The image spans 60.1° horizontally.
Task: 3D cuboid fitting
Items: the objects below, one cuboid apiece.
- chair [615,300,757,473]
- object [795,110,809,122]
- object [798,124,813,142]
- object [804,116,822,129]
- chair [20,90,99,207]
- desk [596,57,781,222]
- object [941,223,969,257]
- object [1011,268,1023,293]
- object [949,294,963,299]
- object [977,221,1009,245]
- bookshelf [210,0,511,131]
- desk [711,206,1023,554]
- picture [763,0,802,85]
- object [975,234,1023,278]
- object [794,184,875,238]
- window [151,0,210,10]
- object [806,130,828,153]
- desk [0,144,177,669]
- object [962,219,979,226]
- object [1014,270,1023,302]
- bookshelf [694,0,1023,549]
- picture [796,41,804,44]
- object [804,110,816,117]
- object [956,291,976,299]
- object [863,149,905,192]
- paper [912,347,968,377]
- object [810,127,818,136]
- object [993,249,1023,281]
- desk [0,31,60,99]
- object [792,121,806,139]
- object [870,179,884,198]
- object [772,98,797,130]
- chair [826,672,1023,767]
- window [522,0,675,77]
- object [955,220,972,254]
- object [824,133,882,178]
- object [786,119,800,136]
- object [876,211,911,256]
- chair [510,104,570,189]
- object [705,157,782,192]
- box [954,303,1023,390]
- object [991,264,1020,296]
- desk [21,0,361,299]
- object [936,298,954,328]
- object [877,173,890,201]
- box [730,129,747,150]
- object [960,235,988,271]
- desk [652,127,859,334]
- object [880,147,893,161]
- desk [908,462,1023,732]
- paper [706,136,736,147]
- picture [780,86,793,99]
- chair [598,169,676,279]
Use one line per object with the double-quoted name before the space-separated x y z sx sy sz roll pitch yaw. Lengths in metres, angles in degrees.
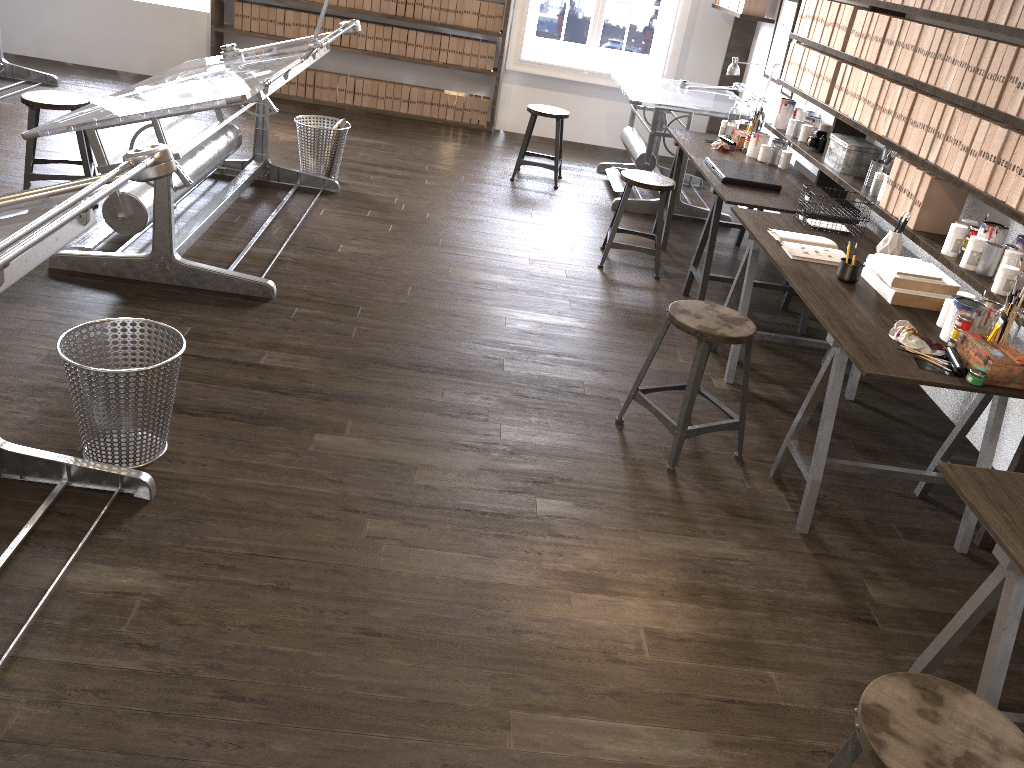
"chair" 0.675 -0.007 3.279 0.359 0.517 0.378 -5 30 -28
"object" 1.758 -1.599 5.404 0.071 0.128 0.071 26 30 29
"object" 1.721 -1.470 5.192 0.062 0.092 0.063 1 27 -17
"object" 1.796 -1.539 5.324 0.094 0.125 0.096 22 28 23
"chair" -2.359 -1.226 4.611 0.372 0.517 0.365 -2 28 -24
"desk" 1.259 -1.884 6.475 1.070 1.076 1.295 8 26 -5
"object" 1.684 -0.546 3.370 0.062 0.117 0.062 -13 34 -40
"object" 1.755 -0.354 3.067 0.054 0.080 0.055 4 26 -13
"object" 1.530 -0.256 3.061 0.064 0.091 0.063 27 31 32
"object" 1.780 -0.519 3.314 0.094 0.159 0.097 6 26 -8
"bookshelf" -1.223 -3.500 7.487 2.472 3.651 0.421 8 25 -4
"desk" 1.290 -0.090 3.489 0.655 0.656 1.703 8 27 -5
"picture" 1.927 -2.459 6.327 0.040 0.563 0.423 8 26 -5
"object" 1.792 -0.456 3.198 0.205 0.159 0.096 8 26 -3
"object" 1.442 -0.776 3.974 0.284 0.158 0.208 8 26 -4
"window" -3.067 -4.345 7.116 1.482 2.449 0.156 8 25 -4
"object" 1.713 -1.376 4.990 0.091 0.106 0.174 8 27 -5
"desk" -1.375 0.073 1.491 1.076 1.359 2.112 8 27 -5
"object" 1.774 -0.582 3.469 0.062 0.117 0.062 27 31 32
"object" 1.734 -0.327 2.986 0.063 0.093 0.064 22 28 24
"bookshelf" 1.834 -0.596 3.459 0.373 3.144 9.367 8 27 -5
"picture" 1.950 -2.312 5.926 0.022 0.279 0.205 8 26 -5
"object" 1.817 -1.615 5.456 0.071 0.126 0.072 -16 36 -42
"object" 1.578 -0.271 3.107 0.062 0.092 0.062 27 31 32
"object" 1.781 -1.057 4.222 0.156 0.266 0.185 1 27 -19
"paper" 1.308 -0.080 2.712 0.138 0.037 0.158 14 27 9
"object" 1.782 -1.480 5.256 0.054 0.079 0.055 20 28 20
"object" 1.758 -0.413 3.137 0.062 0.117 0.063 -8 31 -33
"desk" -3.738 -2.628 6.128 1.170 1.166 1.295 8 26 -5
"object" 1.699 -1.502 5.248 0.063 0.091 0.064 1 27 -17
"object" 1.768 -0.900 4.114 0.181 0.091 0.063 14 26 8
"object" 1.686 -1.673 5.485 0.107 0.173 0.109 9 26 -3
"chair" 0.720 0.848 1.640 0.373 0.517 0.364 -8 31 -33
"window" 0.851 -3.767 7.302 1.244 2.264 0.156 8 25 -4
"object" 1.727 -0.566 3.423 0.064 0.116 0.063 27 31 32
"object" 1.758 -1.183 4.587 0.193 0.149 0.323 8 27 -5
"object" 1.684 -1.537 5.309 0.062 0.092 0.063 1 27 -17
"object" 1.572 -0.605 3.637 0.103 0.205 0.102 30 32 35
"chair" 0.223 -1.749 6.494 0.358 0.517 0.379 12 26 3
"object" 1.215 -1.112 4.685 0.312 0.033 0.455 8 27 -4
"box" 1.474 -0.129 2.672 0.137 0.203 0.216 8 26 -4
"object" 1.681 -0.354 3.019 0.062 0.094 0.062 22 28 24
"desk" -1.409 -1.504 4.528 1.076 1.359 2.327 8 27 -5
"object" 1.488 -0.236 3.008 0.062 0.092 0.062 -14 34 -40
"object" 1.733 -0.886 4.039 0.094 0.125 0.096 11 26 2
"box" 1.433 -1.499 5.441 0.137 0.082 0.216 8 27 -5
"object" 1.689 -0.478 3.239 0.062 0.117 0.063 -8 31 -33
"desk" 1.272 -0.920 5.088 0.655 0.656 1.703 8 27 -5
"object" 1.849 -1.071 4.377 0.079 0.184 0.080 -2 28 -23
"desk" 1.311 0.917 1.549 0.655 0.656 1.703 8 27 -5
"paper" 1.277 -1.489 5.426 0.137 0.037 0.158 1 28 -18
"picture" 1.903 -2.060 6.057 0.023 0.180 0.256 8 26 -5
"chair" 0.724 -0.926 5.073 0.358 0.517 0.379 12 26 3
